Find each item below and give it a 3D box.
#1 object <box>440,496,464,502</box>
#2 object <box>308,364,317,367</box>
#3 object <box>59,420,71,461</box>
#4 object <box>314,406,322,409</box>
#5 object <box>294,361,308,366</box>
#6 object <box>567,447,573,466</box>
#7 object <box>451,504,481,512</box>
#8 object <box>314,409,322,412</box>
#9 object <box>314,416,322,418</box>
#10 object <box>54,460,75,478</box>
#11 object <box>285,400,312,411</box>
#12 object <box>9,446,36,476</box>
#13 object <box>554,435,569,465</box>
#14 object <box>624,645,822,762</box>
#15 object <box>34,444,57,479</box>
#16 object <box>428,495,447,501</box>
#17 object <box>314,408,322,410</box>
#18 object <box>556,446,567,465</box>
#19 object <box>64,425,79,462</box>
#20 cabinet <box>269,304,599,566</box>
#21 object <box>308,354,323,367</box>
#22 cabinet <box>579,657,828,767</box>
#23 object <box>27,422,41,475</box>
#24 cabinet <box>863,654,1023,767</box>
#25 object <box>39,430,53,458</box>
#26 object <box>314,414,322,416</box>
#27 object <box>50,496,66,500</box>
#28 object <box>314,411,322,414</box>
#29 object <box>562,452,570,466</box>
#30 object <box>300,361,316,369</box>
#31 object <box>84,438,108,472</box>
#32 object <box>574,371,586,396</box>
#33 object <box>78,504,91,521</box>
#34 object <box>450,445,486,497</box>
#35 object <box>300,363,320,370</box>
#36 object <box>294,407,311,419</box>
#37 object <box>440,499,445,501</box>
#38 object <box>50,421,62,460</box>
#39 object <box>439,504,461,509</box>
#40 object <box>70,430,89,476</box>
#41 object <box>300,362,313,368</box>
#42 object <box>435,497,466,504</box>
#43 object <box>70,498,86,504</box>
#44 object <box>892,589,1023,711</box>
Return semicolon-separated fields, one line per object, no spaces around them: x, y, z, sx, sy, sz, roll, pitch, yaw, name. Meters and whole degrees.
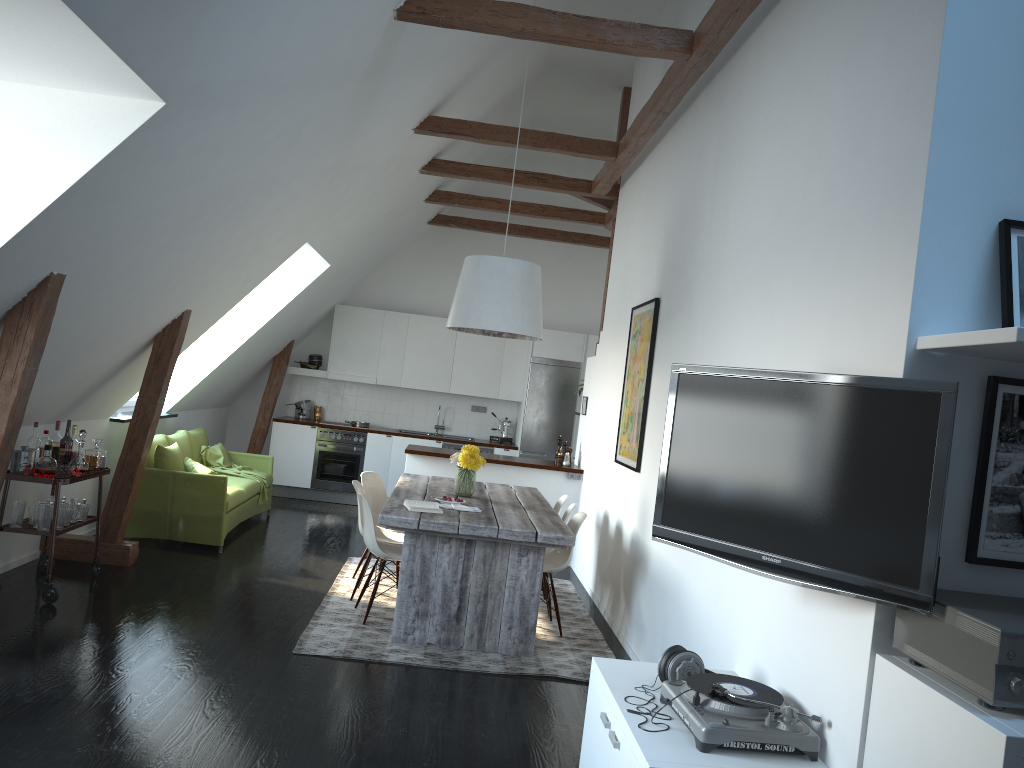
-0.392;0.761;5.833;0.132;0.034;0.144;7;-1;-32;object
-2.492;-0.233;10.951;0.335;0.031;0.065;6;-1;44;object
-2.851;0.392;5.673;0.080;0.329;0.080;7;-1;-13;object
-2.421;0.298;11.084;0.100;0.047;0.099;7;-1;-8;object
-2.566;-0.235;10.983;0.357;0.075;0.244;7;-1;-33;object
0.554;0.703;8.625;0.058;0.184;0.058;7;-1;-7;object
-0.291;0.786;5.633;0.182;0.016;0.179;7;-1;-9;object
-2.427;0.335;11.085;0.100;0.036;0.100;7;-1;-37;object
-2.430;0.413;11.086;0.100;0.048;0.099;7;-1;15;object
-2.765;0.519;5.400;0.245;0.092;0.151;7;-1;25;object
-2.659;0.268;10.999;0.371;0.169;0.203;7;-1;-32;object
-2.889;0.460;5.246;0.052;0.182;0.135;7;-1;33;object
0.490;0.646;8.677;0.123;0.283;0.061;7;-1;-4;object
0.676;1.088;3.137;0.558;0.162;0.742;7;-1;-6;object
-2.754;0.462;5.243;0.087;0.206;0.087;7;-1;21;object
-0.459;0.754;5.812;0.194;0.022;0.019;7;-1;12;object
-2.425;0.318;11.085;0.100;0.036;0.100;7;-1;25;object
0.479;0.689;8.593;0.080;0.192;0.058;7;-1;-20;object
-2.785;0.413;5.616;0.081;0.307;0.081;7;-1;2;object
-0.637;0.399;9.797;4.208;2.369;3.033;7;-1;-4;cabinet
-2.444;-0.291;11.016;0.190;0.166;0.200;7;-1;-41;object
0.626;1.417;3.166;0.623;0.507;1.069;7;-1;-4;cabinet
-2.897;0.389;5.366;0.073;0.320;0.073;7;-1;-13;object
1.469;1.303;2.322;0.869;0.921;0.638;7;-1;-4;cabinet
-2.938;0.418;5.567;0.067;0.257;0.099;7;-1;1;object
-2.430;0.396;11.087;0.099;0.051;0.099;7;-1;-18;object
-2.971;0.794;5.789;0.095;0.119;0.095;7;-1;-42;object
-2.429;0.353;11.089;0.099;0.057;0.101;7;-1;8;object
0.528;0.724;8.553;0.069;0.135;0.069;7;-1;-29;object
-2.516;-0.239;10.904;0.331;0.077;0.061;6;-1;45;object
-2.737;0.466;5.834;0.101;0.211;0.101;7;-1;11;object
0.902;0.077;9.280;0.493;0.486;0.506;7;-1;16;object
-2.773;0.828;5.717;0.092;0.099;0.092;7;-1;-26;object
-0.316;0.613;6.295;0.233;0.365;0.293;7;-1;-33;object
-2.494;-0.212;10.949;0.243;0.056;0.350;7;-1;-15;object
-2.571;0.358;10.975;0.200;0.154;0.348;7;-1;-24;object
-0.422;0.765;5.819;0.110;0.011;0.058;7;-1;0;object
-2.963;0.392;5.756;0.081;0.308;0.081;7;-1;-12;object
-0.375;0.777;5.643;0.182;0.014;0.185;7;-1;-30;object
-2.696;0.429;5.537;0.114;0.292;0.114;7;-1;-32;object
-2.528;-0.234;10.894;0.065;0.065;0.332;7;-1;-37;object
-0.406;0.771;5.822;0.205;0.024;0.205;7;-1;-12;object
-2.843;0.810;5.801;0.095;0.119;0.095;7;-1;-42;object
1.359;0.720;2.372;0.435;0.211;0.496;7;-1;-4;object
